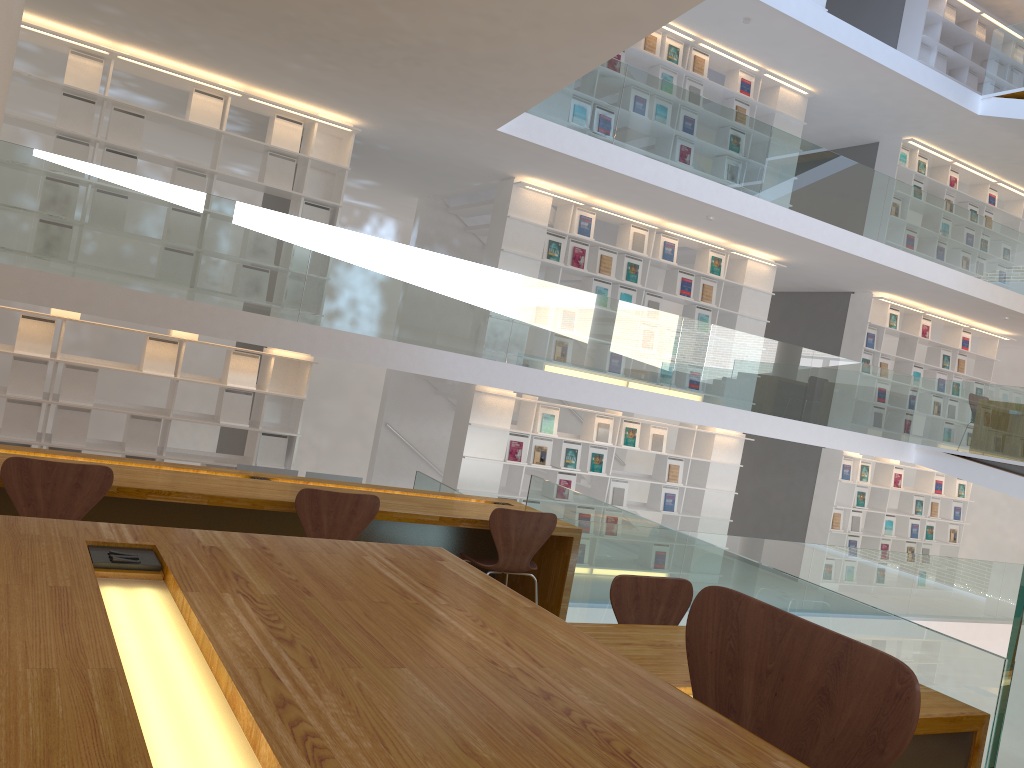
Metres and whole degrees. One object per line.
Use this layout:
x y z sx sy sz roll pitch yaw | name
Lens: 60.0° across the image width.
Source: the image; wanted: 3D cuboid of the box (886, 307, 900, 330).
4.991 -0.865 11.792 0.245 0.296 0.274 10 0 -30 | box

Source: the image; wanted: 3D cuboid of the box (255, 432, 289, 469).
-2.157 0.577 7.903 0.245 0.296 0.274 10 0 -30 | box

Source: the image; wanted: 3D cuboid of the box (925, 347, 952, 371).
5.986 -0.347 12.410 0.245 0.296 0.274 10 0 -30 | box

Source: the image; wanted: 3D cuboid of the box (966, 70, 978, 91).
6.210 -4.103 12.136 0.245 0.296 0.274 10 0 -30 | box

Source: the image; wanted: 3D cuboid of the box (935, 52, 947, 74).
5.614 -4.213 11.787 0.245 0.296 0.274 10 0 -30 | box

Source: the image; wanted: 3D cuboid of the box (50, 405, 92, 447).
-3.531 0.323 7.099 0.245 0.296 0.274 10 0 -30 | box

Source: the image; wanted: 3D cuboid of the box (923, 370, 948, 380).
5.927 -0.025 12.410 0.245 0.296 0.274 10 0 -30 | box

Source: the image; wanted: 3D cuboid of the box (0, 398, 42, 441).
-3.831 0.268 6.924 0.245 0.296 0.274 10 0 -30 | box

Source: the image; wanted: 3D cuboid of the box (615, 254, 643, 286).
1.245 -1.223 9.563 0.245 0.296 0.274 10 0 -30 | box

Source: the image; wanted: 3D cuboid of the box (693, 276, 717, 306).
2.171 -1.052 10.105 0.245 0.296 0.274 10 0 -30 | box

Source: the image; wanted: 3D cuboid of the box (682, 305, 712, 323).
2.113 -0.729 10.106 0.245 0.296 0.274 10 0 -30 | box

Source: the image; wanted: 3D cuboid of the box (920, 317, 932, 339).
5.571 -0.760 12.128 0.245 0.296 0.274 10 0 -30 | box

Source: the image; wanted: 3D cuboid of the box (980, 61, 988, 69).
6.728 -4.341 12.404 0.245 0.296 0.274 10 0 -30 | box

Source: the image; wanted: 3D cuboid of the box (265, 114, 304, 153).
-1.980 -2.154 7.713 0.245 0.296 0.274 10 0 -30 | box

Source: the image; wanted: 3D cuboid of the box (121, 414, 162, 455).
-3.073 0.408 7.368 0.245 0.296 0.274 10 0 -30 | box

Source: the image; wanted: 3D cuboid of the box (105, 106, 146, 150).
-3.095 -2.026 7.096 0.245 0.296 0.274 10 0 -30 | box

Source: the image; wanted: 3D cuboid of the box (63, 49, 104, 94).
-3.344 -2.406 6.915 0.245 0.296 0.274 10 0 -30 | box

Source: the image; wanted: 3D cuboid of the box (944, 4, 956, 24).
5.733 -4.859 11.786 0.245 0.296 0.274 10 0 -30 | box

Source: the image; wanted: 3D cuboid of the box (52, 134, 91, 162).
-3.455 -1.759 6.921 0.245 0.296 0.274 10 0 -30 | box

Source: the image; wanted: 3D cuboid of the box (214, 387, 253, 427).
-2.417 0.195 7.716 0.245 0.296 0.274 10 0 -30 | box

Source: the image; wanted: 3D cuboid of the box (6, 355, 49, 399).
-3.780 -0.057 6.918 0.245 0.296 0.274 10 0 -30 | box

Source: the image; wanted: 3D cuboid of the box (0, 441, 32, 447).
-3.908 0.588 6.915 0.245 0.296 0.274 10 0 -30 | box

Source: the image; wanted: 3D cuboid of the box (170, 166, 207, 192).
-2.697 -1.618 7.364 0.245 0.296 0.274 10 0 -30 | box

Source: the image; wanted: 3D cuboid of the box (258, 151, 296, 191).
-2.041 -1.832 7.712 0.245 0.296 0.274 10 0 -30 | box

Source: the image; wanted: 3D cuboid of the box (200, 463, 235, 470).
-2.570 0.835 7.697 0.245 0.296 0.274 10 0 -30 | box

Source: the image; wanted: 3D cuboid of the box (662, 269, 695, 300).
1.882 -1.109 9.936 0.245 0.296 0.274 10 0 -30 | box

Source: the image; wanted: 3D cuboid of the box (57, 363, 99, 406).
-3.471 0.001 7.099 0.245 0.296 0.274 10 0 -30 | box

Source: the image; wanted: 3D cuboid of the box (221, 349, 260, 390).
-2.356 -0.127 7.716 0.245 0.296 0.274 10 0 -30 | box

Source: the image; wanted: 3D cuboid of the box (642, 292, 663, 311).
1.496 -0.843 9.745 0.245 0.296 0.274 10 0 -30 | box

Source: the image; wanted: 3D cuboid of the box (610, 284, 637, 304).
1.181 -0.901 9.561 0.245 0.296 0.274 10 0 -30 | box

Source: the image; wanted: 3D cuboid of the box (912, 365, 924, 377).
5.468 -0.110 12.142 0.245 0.296 0.274 10 0 -30 | box

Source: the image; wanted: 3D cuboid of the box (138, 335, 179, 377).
-2.933 -0.235 7.376 0.245 0.296 0.274 10 0 -30 | box

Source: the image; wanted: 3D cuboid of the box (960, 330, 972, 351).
6.355 -0.614 12.590 0.245 0.296 0.274 10 0 -30 | box

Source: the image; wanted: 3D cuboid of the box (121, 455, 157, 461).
-3.121 0.733 7.375 0.245 0.296 0.274 10 0 -30 | box

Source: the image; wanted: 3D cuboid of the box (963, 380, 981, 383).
6.683 0.114 12.853 0.245 0.296 0.274 10 0 -30 | box

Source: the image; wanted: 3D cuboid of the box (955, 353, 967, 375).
6.295 -0.291 12.590 0.245 0.296 0.274 10 0 -30 | box

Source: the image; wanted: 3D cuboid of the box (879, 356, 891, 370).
4.873 -0.220 11.794 0.245 0.296 0.274 10 0 -30 | box

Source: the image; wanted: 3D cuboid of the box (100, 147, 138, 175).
-3.155 -1.703 7.096 0.245 0.296 0.274 10 0 -30 | box

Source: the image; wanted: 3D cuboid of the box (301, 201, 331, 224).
-1.781 -1.449 7.900 0.245 0.296 0.274 10 0 -30 | box

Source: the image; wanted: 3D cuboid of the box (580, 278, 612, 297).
0.892 -0.955 9.392 0.245 0.296 0.274 10 0 -30 | box

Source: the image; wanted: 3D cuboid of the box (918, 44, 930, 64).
5.294 -4.273 11.600 0.245 0.296 0.274 10 0 -30 | box

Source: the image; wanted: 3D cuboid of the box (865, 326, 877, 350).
4.607 -0.603 11.602 0.245 0.296 0.274 10 0 -30 | box

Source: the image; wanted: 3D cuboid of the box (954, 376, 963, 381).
6.227 0.030 12.586 0.245 0.296 0.274 10 0 -30 | box

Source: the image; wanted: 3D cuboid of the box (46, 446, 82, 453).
-3.603 0.644 7.093 0.245 0.296 0.274 10 0 -30 | box

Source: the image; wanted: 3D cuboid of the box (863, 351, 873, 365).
4.552 -0.279 11.606 0.245 0.296 0.274 10 0 -30 | box

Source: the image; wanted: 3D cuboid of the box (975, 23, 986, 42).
6.312 -4.754 12.122 0.245 0.296 0.274 10 0 -30 | box

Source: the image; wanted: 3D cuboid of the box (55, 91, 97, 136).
-3.403 -2.083 6.915 0.245 0.296 0.274 10 0 -30 | box

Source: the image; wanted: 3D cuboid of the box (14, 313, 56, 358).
-3.720 -0.379 6.918 0.245 0.296 0.274 10 0 -30 | box

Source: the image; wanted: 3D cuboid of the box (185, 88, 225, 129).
-2.557 -2.262 7.372 0.245 0.296 0.274 10 0 -30 | box
